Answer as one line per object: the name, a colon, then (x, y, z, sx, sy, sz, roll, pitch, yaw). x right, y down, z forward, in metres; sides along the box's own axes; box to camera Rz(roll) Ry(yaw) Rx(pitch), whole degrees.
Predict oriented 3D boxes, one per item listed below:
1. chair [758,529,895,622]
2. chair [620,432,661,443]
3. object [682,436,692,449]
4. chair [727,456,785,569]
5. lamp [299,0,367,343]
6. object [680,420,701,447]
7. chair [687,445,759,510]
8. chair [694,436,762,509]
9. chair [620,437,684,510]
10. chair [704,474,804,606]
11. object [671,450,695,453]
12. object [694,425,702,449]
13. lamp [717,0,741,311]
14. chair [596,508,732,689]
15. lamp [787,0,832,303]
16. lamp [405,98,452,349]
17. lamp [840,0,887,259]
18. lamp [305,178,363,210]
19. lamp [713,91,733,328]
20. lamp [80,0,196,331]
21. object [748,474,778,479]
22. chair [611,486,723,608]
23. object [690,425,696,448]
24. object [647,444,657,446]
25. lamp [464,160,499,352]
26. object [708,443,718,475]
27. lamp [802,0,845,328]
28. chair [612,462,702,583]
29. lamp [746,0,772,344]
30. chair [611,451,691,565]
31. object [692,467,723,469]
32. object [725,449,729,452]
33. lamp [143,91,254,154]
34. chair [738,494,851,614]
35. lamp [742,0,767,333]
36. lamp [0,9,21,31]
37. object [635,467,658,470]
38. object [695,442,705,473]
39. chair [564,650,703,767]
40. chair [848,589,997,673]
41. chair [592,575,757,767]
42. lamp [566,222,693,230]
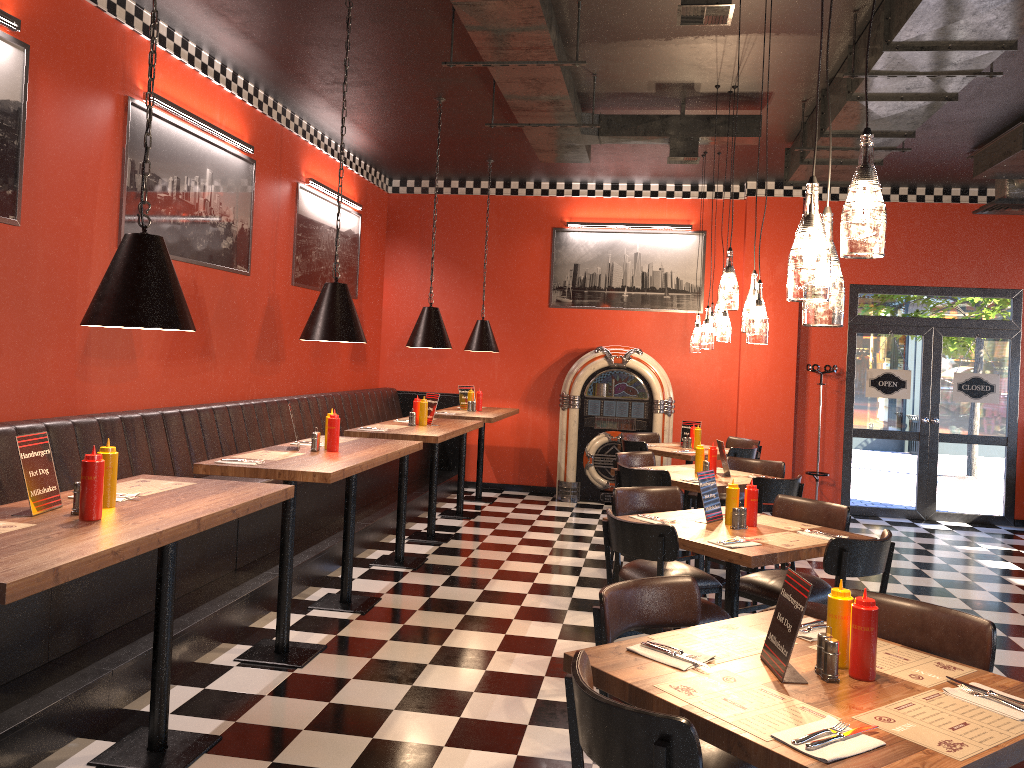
chair: (1.450, 1.094, 4.106, 0.486, 0.868, 0.545, 3, 0, -39)
chair: (1.366, 0.940, 8.944, 0.486, 0.868, 0.545, 3, 0, -27)
object: (1.702, 0.559, 8.597, 0.094, 0.136, 0.046, 3, -1, 9)
chair: (1.814, 1.026, 6.852, 0.487, 0.868, 0.544, 3, 0, 32)
lamp: (-0.976, -1.265, 5.084, 0.381, 2.045, 0.382, 3, -1, -40)
object: (1.768, 0.495, 8.764, 0.188, 0.257, 0.072, 3, -1, 19)
chair: (1.975, 0.991, 8.203, 0.545, 0.868, 0.486, 3, 0, 41)
chair: (2.188, 0.979, 8.898, 0.544, 0.868, 0.487, 3, 0, -26)
chair: (1.284, 0.955, 8.344, 0.544, 0.868, 0.486, 3, 0, -16)
chair: (1.691, 1.043, 6.113, 0.486, 0.868, 0.545, 3, 0, -32)
object: (1.618, 0.625, 8.218, 0.255, 0.019, 0.157, 2, 2, -32)
object: (1.796, 0.512, 8.568, 0.068, 0.238, 0.068, 3, -1, 6)
lamp: (1.159, -1.364, 4.589, 0.108, 1.967, 0.108, 3, -1, -19)
chair: (0.709, 1.056, 4.231, 0.544, 0.868, 0.487, 3, 0, -33)
lamp: (0.813, -1.197, 2.312, 0.108, 1.967, 0.108, 3, -1, -4)
lamp: (-0.631, -1.316, 7.248, 0.381, 2.045, 0.382, 3, -1, -40)
lamp: (0.925, -1.302, 2.239, 0.108, 1.967, 0.108, 3, -1, 1)
lamp: (-1.779, -1.898, 8.920, 0.081, 0.056, 1.444, 3, 2, 9)
lamp: (1.612, -1.408, 6.685, 0.108, 1.967, 0.108, 3, -1, -34)
lamp: (-1.281, -1.220, 3.171, 0.381, 2.045, 0.382, 3, -1, -40)
object: (1.852, 0.688, 6.537, 0.157, 0.019, 0.255, 2, 2, -33)
chair: (0.833, 1.039, 4.970, 0.486, 0.868, 0.545, 3, 0, -27)
object: (1.772, 0.508, 8.659, 0.068, 0.238, 0.068, 3, -1, 6)
object: (1.325, 0.596, 8.712, 0.157, 0.019, 0.255, 1, 2, -34)
lamp: (-0.278, -1.368, 9.461, 0.381, 2.045, 0.382, 3, -1, -40)
object: (1.506, 0.558, 6.652, 0.068, 0.238, 0.068, 2, -1, 14)
lamp: (0.885, -1.138, 2.409, 0.108, 1.967, 0.108, 3, -1, -34)
chair: (1.006, 1.006, 6.266, 0.544, 0.868, 0.487, 3, 0, -41)
lamp: (1.276, -1.183, 4.464, 0.108, 1.967, 0.108, 2, -1, 21)
chair: (1.074, 0.987, 6.977, 0.486, 0.868, 0.545, 3, 0, -44)
object: (1.536, 0.659, 6.995, 0.255, 0.019, 0.157, 1, 2, -36)
object: (2.098, 0.638, 8.500, 0.157, 0.019, 0.255, 1, 2, -36)
lamp: (-2.195, -1.837, 6.308, 0.081, 0.056, 1.444, 3, 2, 9)
chair: (1.517, 1.075, 4.818, 0.544, 0.868, 0.487, 3, 0, -36)
lamp: (1.284, -1.246, 4.588, 0.108, 1.967, 0.108, 3, -1, -39)
lamp: (-2.608, -1.775, 3.721, 0.081, 0.056, 1.444, 3, 2, 9)
object: (1.041, 0.645, 6.691, 0.157, 0.019, 0.255, 1, 2, -43)
object: (1.414, 0.553, 6.669, 0.068, 0.238, 0.068, 2, -1, 14)
chair: (0.391, 1.108, 2.063, 0.544, 0.868, 0.486, 3, 0, -24)
chair: (1.131, 1.123, 2.672, 0.544, 0.868, 0.487, 3, 0, -42)
chair: (0.531, 1.093, 2.754, 0.486, 0.868, 0.545, 3, 0, -41)
lamp: (1.355, -1.831, 10.267, 1.444, 0.056, 0.081, 3, 1, 9)
